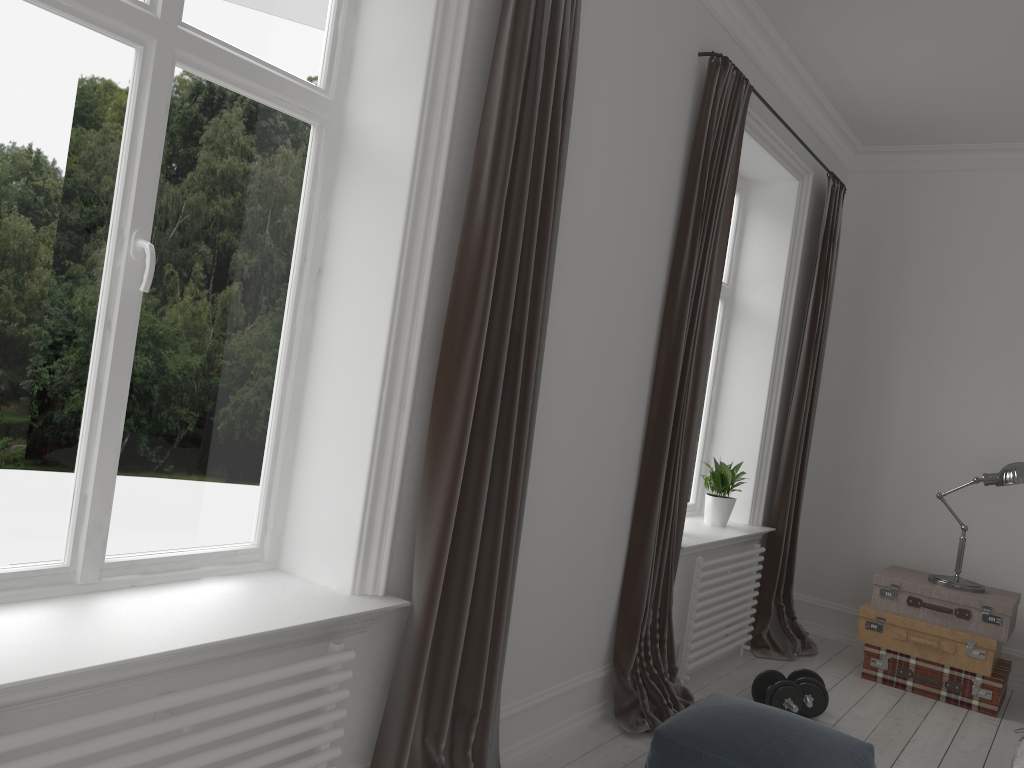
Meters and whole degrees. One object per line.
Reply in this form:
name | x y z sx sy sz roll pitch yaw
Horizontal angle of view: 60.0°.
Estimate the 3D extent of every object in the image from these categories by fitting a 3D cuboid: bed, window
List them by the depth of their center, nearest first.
window | -0.821 -0.467 2.005 0.120 1.956 1.112 9 0 34
bed | 3.160 1.285 3.188 2.217 0.926 2.473 9 0 34
window | 0.919 -0.232 4.630 0.120 1.956 1.112 9 0 34

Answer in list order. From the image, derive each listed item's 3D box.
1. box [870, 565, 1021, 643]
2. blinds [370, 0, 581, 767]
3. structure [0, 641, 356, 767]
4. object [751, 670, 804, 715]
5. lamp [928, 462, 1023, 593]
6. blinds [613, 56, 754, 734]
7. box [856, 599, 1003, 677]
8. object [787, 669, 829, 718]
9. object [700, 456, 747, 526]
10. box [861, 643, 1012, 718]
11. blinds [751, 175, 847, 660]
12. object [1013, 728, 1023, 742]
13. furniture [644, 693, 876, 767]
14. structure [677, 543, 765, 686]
box | 2.293 1.151 4.693 0.647 0.185 0.537 9 0 34
blinds | 0.035 -0.060 2.423 0.318 2.680 0.769 9 0 29
structure | -0.713 0.915 1.809 0.120 0.670 0.887 9 0 34
object | 1.167 1.369 3.904 0.179 0.179 0.326 8 0 -11
lamp | 2.459 0.729 4.620 0.488 0.699 0.269 9 0 34
blinds | 0.780 0.041 3.630 0.294 2.681 0.582 9 1 41
box | 2.228 1.327 4.720 0.647 0.185 0.537 9 0 34
object | 1.325 1.391 3.994 0.179 0.179 0.326 8 0 14
object | 1.126 0.573 4.775 0.284 0.369 0.215 8 0 12
box | 2.246 1.515 4.697 0.647 0.185 0.537 9 0 34
blinds | 1.765 0.174 5.057 0.327 2.680 0.779 9 0 29
object | 2.984 1.377 2.968 2.236 0.500 0.521 9 0 37
furniture | 0.729 1.188 2.611 0.646 0.423 0.646 9 0 35
structure | 1.030 1.151 4.434 0.114 0.670 0.887 9 0 34
